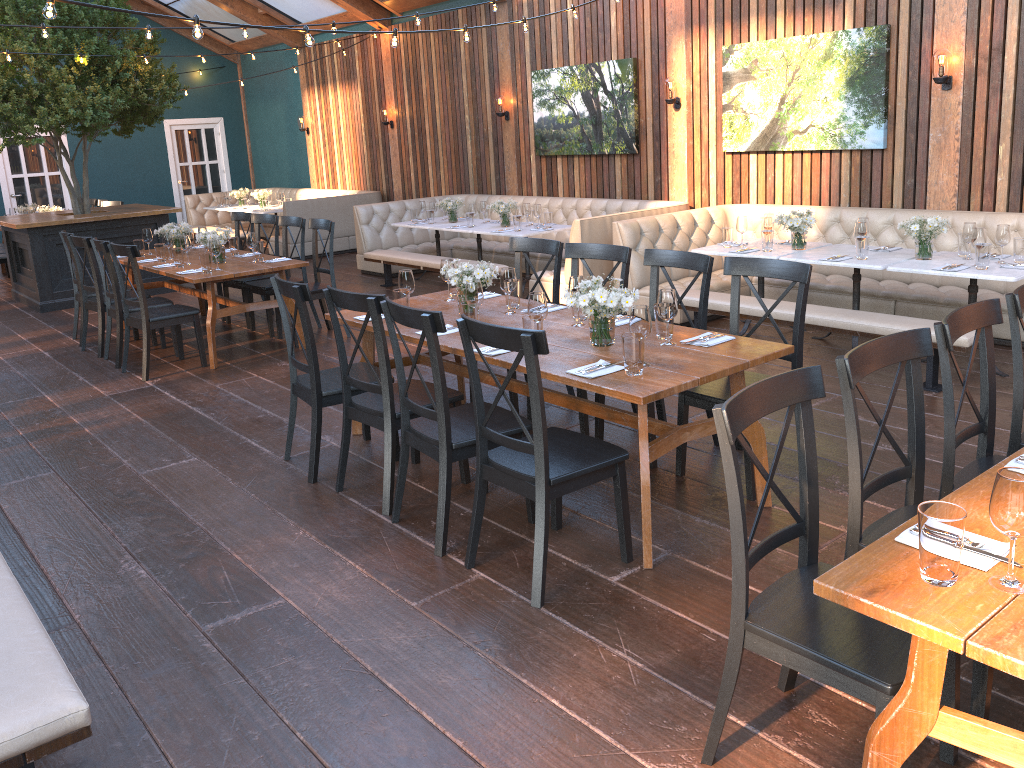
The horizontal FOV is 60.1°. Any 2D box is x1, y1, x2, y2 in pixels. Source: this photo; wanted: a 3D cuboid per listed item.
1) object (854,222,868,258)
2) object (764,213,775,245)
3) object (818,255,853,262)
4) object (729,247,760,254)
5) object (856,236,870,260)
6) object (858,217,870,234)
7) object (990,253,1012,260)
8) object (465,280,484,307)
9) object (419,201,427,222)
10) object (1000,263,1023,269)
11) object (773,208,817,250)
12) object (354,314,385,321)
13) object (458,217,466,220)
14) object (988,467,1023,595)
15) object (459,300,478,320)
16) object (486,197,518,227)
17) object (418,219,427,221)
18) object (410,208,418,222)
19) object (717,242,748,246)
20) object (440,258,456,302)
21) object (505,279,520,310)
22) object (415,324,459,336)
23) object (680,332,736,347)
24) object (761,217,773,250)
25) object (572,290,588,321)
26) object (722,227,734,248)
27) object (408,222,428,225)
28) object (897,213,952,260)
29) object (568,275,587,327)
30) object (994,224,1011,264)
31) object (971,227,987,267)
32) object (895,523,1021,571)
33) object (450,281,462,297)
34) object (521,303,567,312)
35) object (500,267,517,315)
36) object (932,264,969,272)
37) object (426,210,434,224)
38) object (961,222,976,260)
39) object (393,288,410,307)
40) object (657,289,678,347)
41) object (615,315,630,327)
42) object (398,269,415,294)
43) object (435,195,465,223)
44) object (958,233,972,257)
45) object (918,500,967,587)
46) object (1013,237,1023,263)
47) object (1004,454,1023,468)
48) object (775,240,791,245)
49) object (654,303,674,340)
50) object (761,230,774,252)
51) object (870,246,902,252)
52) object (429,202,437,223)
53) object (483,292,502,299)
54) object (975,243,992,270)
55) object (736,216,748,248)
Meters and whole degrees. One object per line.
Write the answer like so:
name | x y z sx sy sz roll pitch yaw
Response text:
object | 2.440 -1.009 6.194 0.092 0.241 0.093 -3 13 4
object | 2.045 -1.233 7.044 0.092 0.241 0.093 -1 13 9
object | 2.282 -0.888 6.207 0.257 0.018 0.159 -16 20 -37
object | 1.799 -1.032 6.802 0.257 0.018 0.159 -16 20 -37
object | 2.416 -0.937 6.100 0.092 0.156 0.093 7 17 37
object | 2.552 -1.085 6.434 0.092 0.241 0.093 -3 13 4
object | 3.199 -0.852 5.897 0.257 0.018 0.159 -16 20 -37
object | -0.184 -0.394 4.412 0.092 0.241 0.093 -3 13 4
object | -1.053 -2.033 10.431 0.092 0.241 0.093 -1 13 9
object | 3.154 -0.740 5.517 0.159 0.018 0.257 -16 20 -36
object | 2.163 -1.171 6.692 0.330 0.305 0.340 -8 15 -16
object | -0.731 -0.382 4.873 0.257 0.018 0.159 -16 20 -37
object | -0.650 -1.970 10.531 0.257 0.018 0.159 -16 20 -37
object | 1.013 0.295 1.787 0.092 0.241 0.093 -3 13 4
object | -0.208 -0.322 4.318 0.092 0.156 0.093 -6 14 -12
object | -0.087 -1.830 9.420 0.337 0.305 0.333 -9 16 -21
object | -1.060 -1.971 10.617 0.159 0.018 0.257 -16 20 -36
object | -1.156 -1.993 10.468 0.092 0.156 0.093 7 17 37
object | 1.807 -1.139 7.167 0.159 0.018 0.257 -16 20 -36
object | -0.372 -0.610 5.189 0.092 0.241 0.093 -1 13 9
object | 0.003 -0.491 4.853 0.092 0.156 0.093 -6 14 -12
object | -0.343 -0.273 4.425 0.257 0.018 0.159 -16 20 -37
object | 0.852 -0.198 3.915 0.257 0.018 0.159 -16 20 -37
object | 1.957 -1.153 6.789 0.092 0.241 0.093 -1 13 9
object | 0.342 -0.399 4.468 0.092 0.156 0.093 -6 14 -12
object | 1.711 -1.161 7.018 0.092 0.156 0.093 7 17 37
object | -1.068 -1.864 10.252 0.257 0.018 0.159 -16 20 -37
object | 2.781 -1.000 5.977 0.336 0.305 0.333 4 16 25
object | 0.323 -0.406 4.344 0.092 0.241 0.093 -3 13 4
object | 3.133 -0.894 5.654 0.092 0.241 0.093 -3 13 4
object | 2.947 -0.863 5.588 0.092 0.241 0.093 -3 13 4
object | 1.008 0.357 1.973 0.159 0.018 0.257 -16 20 -36
object | -0.345 -0.607 5.323 0.092 0.156 0.093 -4 14 -2
object | 0.160 -0.408 4.781 0.257 0.018 0.159 -16 20 -37
object | -0.016 -0.497 4.726 0.092 0.241 0.093 -3 13 4
object | 2.788 -0.742 5.601 0.257 0.018 0.159 -16 20 -37
object | -0.934 -1.913 10.145 0.092 0.156 0.093 7 17 37
object | 3.027 -0.947 5.861 0.092 0.241 0.093 -3 13 4
object | -0.590 -0.429 4.759 0.092 0.156 0.093 -2 14 8
object | 0.681 -0.291 3.874 0.092 0.241 0.093 -3 13 4
object | 0.506 -0.315 4.389 0.257 0.018 0.159 -16 20 -37
object | -0.576 -0.505 4.866 0.092 0.241 0.093 -1 13 9
object | -0.695 -2.006 10.152 0.337 0.305 0.332 -11 16 -25
object | 3.056 -0.938 5.973 0.092 0.156 0.093 7 17 37
object | 0.887 0.333 1.832 0.092 0.156 0.093 -6 14 -12
object | 3.242 -0.851 5.636 0.092 0.156 0.093 7 17 37
object | 1.458 0.226 2.334 0.159 0.018 0.257 -16 20 -36
object | 2.217 -1.138 7.081 0.257 0.018 0.159 -16 20 -37
object | 0.687 -0.281 3.990 0.092 0.156 0.093 -6 14 -12
object | 1.933 -1.081 6.695 0.092 0.156 0.093 7 17 37
object | 2.724 -0.991 6.470 0.257 0.018 0.159 -16 20 -37
object | -0.909 -1.985 10.239 0.092 0.241 0.093 -1 13 9
object | -0.202 -0.522 5.247 0.257 0.018 0.159 -16 20 -37
object | 2.923 -0.791 5.494 0.092 0.156 0.093 7 17 37
object | 1.814 -1.201 6.981 0.092 0.241 0.093 -1 13 9
